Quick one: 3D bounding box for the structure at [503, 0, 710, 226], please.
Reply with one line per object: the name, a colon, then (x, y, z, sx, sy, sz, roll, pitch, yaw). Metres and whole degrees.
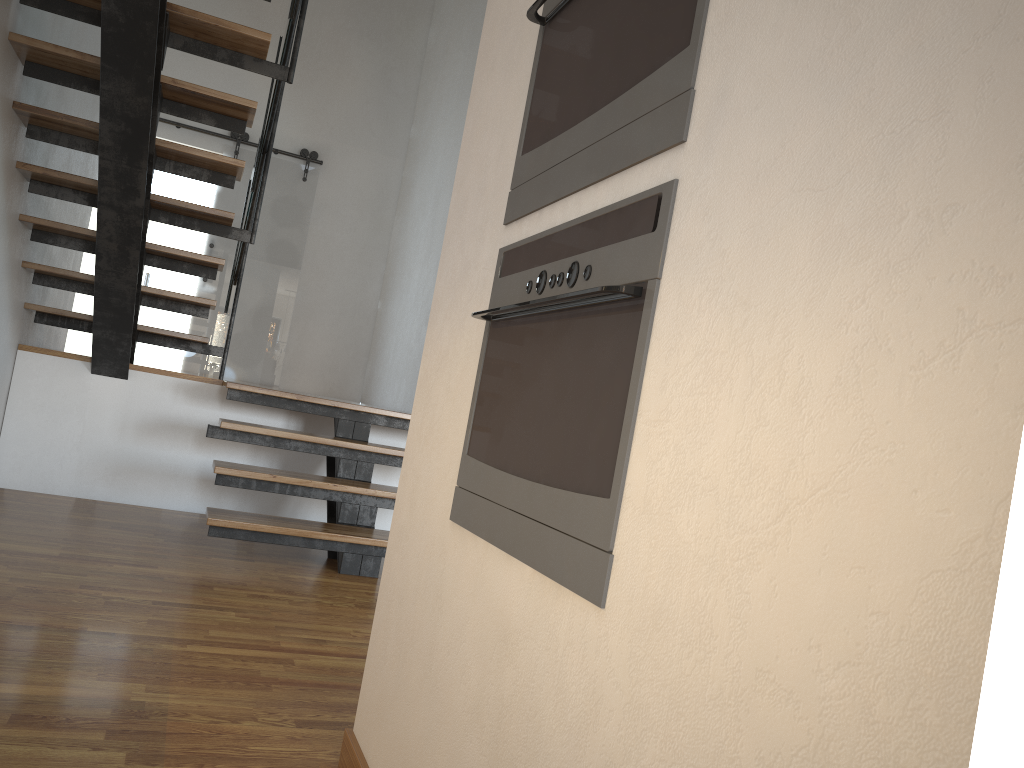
structure: (0.110, -0.494, 1.223, 0.052, 0.462, 0.585, 11, -3, -20)

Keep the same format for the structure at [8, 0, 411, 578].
structure: (-0.742, -1.092, 3.880, 2.687, 4.129, 4.580, 11, -3, -20)

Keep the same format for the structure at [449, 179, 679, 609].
structure: (0.021, 0.000, 1.206, 0.052, 0.462, 0.585, 11, -3, -20)
